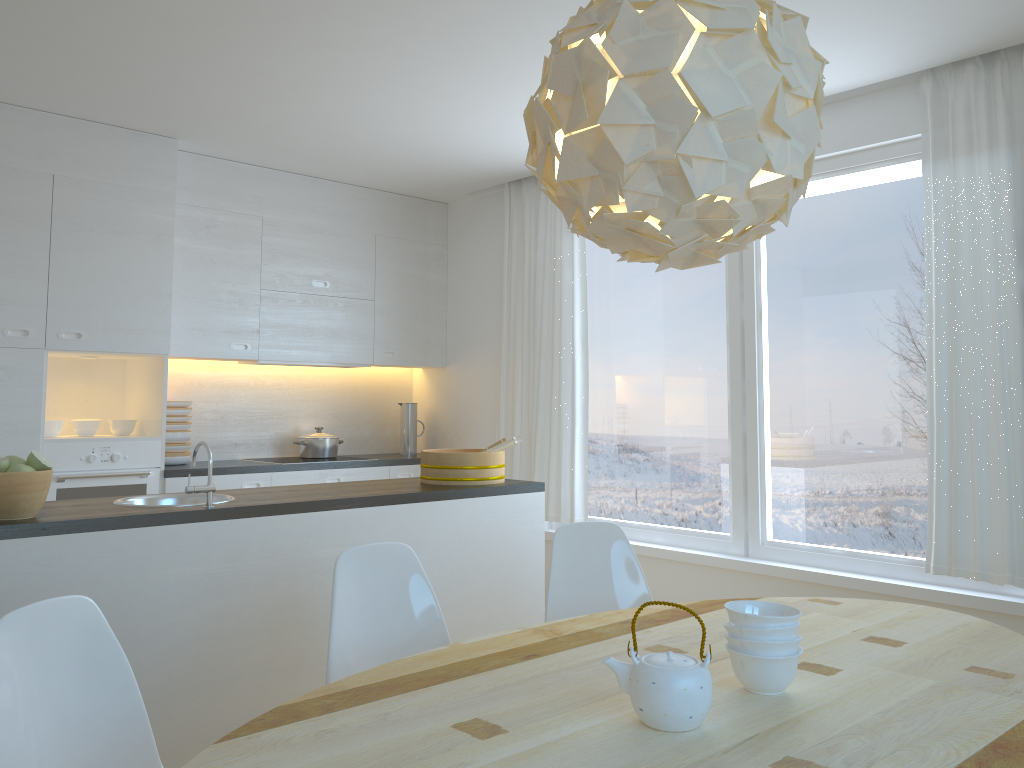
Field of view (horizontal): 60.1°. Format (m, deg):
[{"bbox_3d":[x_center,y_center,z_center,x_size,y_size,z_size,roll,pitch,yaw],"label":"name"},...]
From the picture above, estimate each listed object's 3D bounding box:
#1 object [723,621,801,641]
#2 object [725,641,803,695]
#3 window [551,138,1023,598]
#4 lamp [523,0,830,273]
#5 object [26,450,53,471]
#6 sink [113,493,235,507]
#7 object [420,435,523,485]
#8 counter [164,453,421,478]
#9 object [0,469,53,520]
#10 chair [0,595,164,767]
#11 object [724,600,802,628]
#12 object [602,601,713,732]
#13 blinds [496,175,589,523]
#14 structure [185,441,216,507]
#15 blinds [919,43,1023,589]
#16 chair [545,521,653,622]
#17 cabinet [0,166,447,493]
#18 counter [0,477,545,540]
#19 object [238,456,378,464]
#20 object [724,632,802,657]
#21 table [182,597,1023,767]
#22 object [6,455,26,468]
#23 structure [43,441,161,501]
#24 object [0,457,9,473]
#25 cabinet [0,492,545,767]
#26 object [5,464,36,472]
[{"bbox_3d":[0.503,0.521,1.781,0.152,0.096,0.150,1,-3,-26],"label":"object"},{"bbox_3d":[0.504,0.568,1.771,0.152,0.083,0.151,0,-2,-3],"label":"object"},{"bbox_3d":[1.197,-0.103,4.495,0.088,1.927,2.721,5,-5,-43],"label":"window"},{"bbox_3d":[0.347,-0.804,1.946,0.637,1.141,0.645,4,-6,-43],"label":"lamp"},{"bbox_3d":[-1.439,0.238,2.698,0.074,0.072,0.077,1,-3,-18],"label":"object"},{"bbox_3d":[-1.194,0.486,3.134,0.404,0.157,0.402,0,-2,-1],"label":"sink"},{"bbox_3d":[-0.195,0.330,3.968,0.429,0.215,0.377,1,-2,-14],"label":"object"},{"bbox_3d":[-1.260,0.489,5.472,1.997,0.040,0.599,1,-2,-43],"label":"counter"},{"bbox_3d":[-1.491,0.329,2.647,0.205,0.142,0.204,0,-3,9],"label":"object"},{"bbox_3d":[-0.689,0.880,1.646,0.523,0.906,0.428,-1,-4,17],"label":"chair"},{"bbox_3d":[0.505,0.493,1.782,0.152,0.087,0.151,1,-2,-14],"label":"object"},{"bbox_3d":[0.274,0.499,1.601,0.147,0.213,0.177,4,-5,-43],"label":"object"},{"bbox_3d":[0.140,-0.269,5.368,0.149,2.171,0.793,5,-6,-43],"label":"blinds"},{"bbox_3d":[-1.073,0.301,2.979,0.096,0.216,0.162,4,-5,-42],"label":"structure"},{"bbox_3d":[1.947,-0.309,3.416,0.149,2.171,0.793,5,-6,-42],"label":"blinds"},{"bbox_3d":[0.353,0.909,2.713,0.429,0.906,0.521,2,-4,-23],"label":"chair"},{"bbox_3d":[-1.658,0.156,5.050,3.195,2.312,0.480,3,-5,-43],"label":"cabinet"},{"bbox_3d":[-0.940,0.438,3.327,2.396,0.040,0.599,1,-2,-43],"label":"counter"},{"bbox_3d":[-1.259,0.471,5.479,0.653,0.013,0.561,1,-2,-43],"label":"object"},{"bbox_3d":[0.504,0.545,1.777,0.152,0.093,0.150,0,-2,-4],"label":"object"},{"bbox_3d":[0.372,0.973,1.743,2.185,0.729,1.191,2,-3,-44],"label":"table"},{"bbox_3d":[-1.515,0.267,2.693,0.102,0.099,0.086,1,-4,-22],"label":"object"},{"bbox_3d":[-2.022,0.587,4.374,0.559,0.599,0.049,3,-6,-42],"label":"structure"},{"bbox_3d":[-1.531,0.250,2.607,0.084,0.066,0.085,2,-3,-31],"label":"object"},{"bbox_3d":[-0.941,0.914,3.285,2.396,0.914,0.599,2,-4,-43],"label":"cabinet"},{"bbox_3d":[-1.459,0.281,2.633,0.081,0.086,0.097,-1,-3,12],"label":"object"}]
